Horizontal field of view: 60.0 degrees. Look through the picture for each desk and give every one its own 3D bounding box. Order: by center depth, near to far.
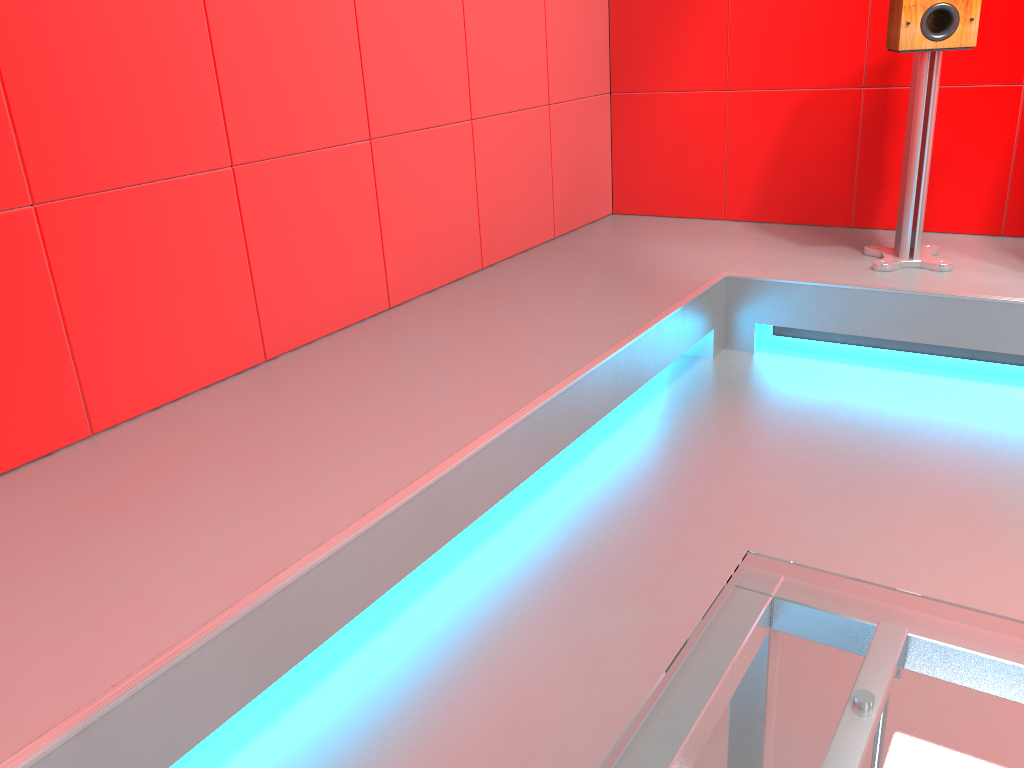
[{"bbox_3d":[0.654,0.635,0.099,1.617,0.690,0.594,10,26,31],"label":"desk"}]

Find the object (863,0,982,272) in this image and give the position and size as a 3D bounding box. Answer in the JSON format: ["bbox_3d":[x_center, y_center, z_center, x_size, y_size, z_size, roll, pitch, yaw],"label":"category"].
[{"bbox_3d":[1.234,-0.885,2.655,0.231,1.058,0.265,2,22,13],"label":"object"}]
